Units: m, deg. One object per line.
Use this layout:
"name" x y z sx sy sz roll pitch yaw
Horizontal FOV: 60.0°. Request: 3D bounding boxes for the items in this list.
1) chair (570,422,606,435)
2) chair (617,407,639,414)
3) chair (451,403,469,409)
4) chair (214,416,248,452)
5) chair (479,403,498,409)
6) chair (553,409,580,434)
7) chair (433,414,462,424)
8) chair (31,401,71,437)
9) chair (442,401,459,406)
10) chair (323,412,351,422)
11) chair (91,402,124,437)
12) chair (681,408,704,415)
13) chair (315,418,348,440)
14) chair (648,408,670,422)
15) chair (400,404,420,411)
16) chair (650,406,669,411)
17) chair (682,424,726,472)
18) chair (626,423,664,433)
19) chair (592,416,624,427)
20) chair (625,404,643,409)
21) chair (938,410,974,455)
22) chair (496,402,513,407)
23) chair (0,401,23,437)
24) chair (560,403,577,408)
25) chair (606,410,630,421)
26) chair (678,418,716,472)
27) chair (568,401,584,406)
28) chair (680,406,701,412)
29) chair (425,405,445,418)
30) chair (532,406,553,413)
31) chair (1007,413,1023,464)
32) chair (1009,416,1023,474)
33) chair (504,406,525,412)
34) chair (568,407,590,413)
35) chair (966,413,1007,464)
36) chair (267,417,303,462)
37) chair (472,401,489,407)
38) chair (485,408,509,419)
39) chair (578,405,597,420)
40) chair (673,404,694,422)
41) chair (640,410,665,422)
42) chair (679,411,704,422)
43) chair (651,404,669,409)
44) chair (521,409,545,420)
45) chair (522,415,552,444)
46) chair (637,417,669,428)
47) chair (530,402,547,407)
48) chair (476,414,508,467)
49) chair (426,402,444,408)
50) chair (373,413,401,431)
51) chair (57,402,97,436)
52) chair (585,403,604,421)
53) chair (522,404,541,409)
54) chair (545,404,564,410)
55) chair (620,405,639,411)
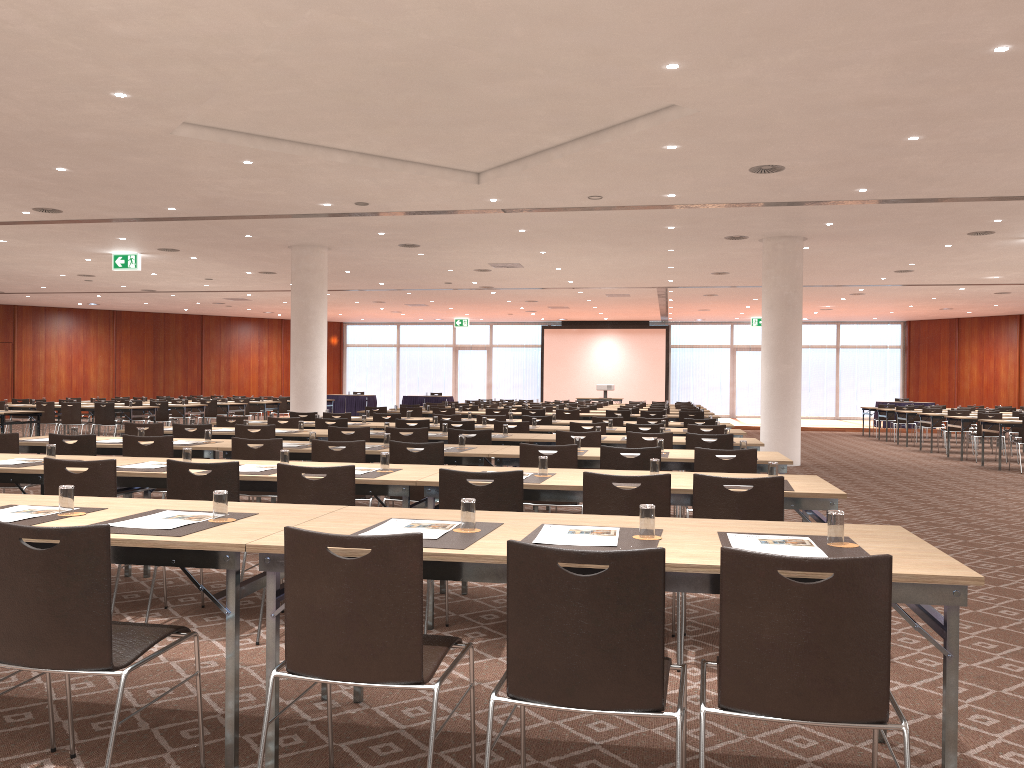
"chair" 0.926 0.920 10.659 0.535 0.939 0.613 1 0 12
"chair" 2.350 0.942 17.945 0.535 0.939 0.613 1 0 9
"chair" -1.169 0.909 20.639 0.535 0.939 0.613 1 0 13
"chair" -3.539 0.874 11.455 0.535 0.939 0.613 1 0 10
"chair" -0.524 0.915 20.489 0.535 0.939 0.613 1 0 8
"chair" 1.032 0.927 16.149 0.535 0.939 0.613 1 0 11
"chair" -0.905 0.903 12.939 0.535 0.939 0.613 1 0 13
"chair" -9.411 0.821 18.104 0.535 0.939 0.613 1 0 13
"chair" -1.541 0.907 22.701 0.535 0.939 0.613 1 0 11
"chair" -2.559 0.886 13.233 0.535 0.939 0.613 1 0 8
"chair" -8.090 0.834 17.809 0.535 0.939 0.613 1 0 9
"chair" 3.606 0.955 17.722 0.535 0.939 0.613 1 0 12
"chair" -2.204 0.888 11.139 0.535 0.939 0.613 1 0 13
"chair" 2.954 0.948 17.873 0.535 0.939 0.613 1 0 9
"chair" -2.119 0.897 18.777 0.535 0.939 0.613 1 0 11
"chair" 3.296 0.954 19.808 0.535 0.939 0.614 1 0 12
"chair" 2.267 0.933 10.377 0.535 0.939 0.613 1 0 11
"chair" 1.561 0.926 10.468 0.535 0.939 0.613 1 0 8
"chair" 1.359 0.926 12.535 0.535 0.939 0.613 1 0 10
"chair" 3.016 0.953 21.889 0.535 0.939 0.613 1 0 10
"chair" 9.416 1.016 18.813 0.535 0.939 0.613 1 0 10
"chair" -0.165 0.921 22.491 0.535 0.939 0.613 1 0 13
"chair" -10.436 0.810 18.144 0.535 0.939 0.613 1 0 12
"chair" 1.420 0.937 22.209 0.535 0.939 0.613 1 0 8
"chair" 1.915 0.936 16.027 0.535 0.939 0.613 1 0 8
"chair" 2.590 0.939 12.316 0.535 0.939 0.613 1 0 8
"chair" 1.759 0.943 24.180 0.535 0.939 0.613 1 0 13
"chair" 3.960 0.961 19.725 0.535 0.939 0.613 1 0 9
"chair" -1.568 0.902 18.643 0.535 0.939 0.613 1 0 12
"chair" 0.639 0.925 18.285 0.535 0.939 0.613 1 0 9
"chair" 9.664 1.016 16.595 0.535 0.939 0.613 1 0 12
"chair" 8.658 1.004 14.743 0.535 0.939 0.613 1 0 12
"chair" 0.066 0.919 18.352 0.535 0.939 0.613 1 0 10
"chair" 1.381 0.932 18.196 0.535 0.939 0.613 1 0 8
"chair" 9.021 1.010 16.852 0.535 0.939 0.613 1 0 11
"chair" -2.842 0.881 11.288 0.535 0.939 0.613 1 0 9
"chair" -0.770 0.915 22.642 0.535 0.939 0.614 1 0 10
"chair" -0.247 0.914 16.412 0.535 0.939 0.613 1 0 11
"chair" 1.712 0.938 20.090 0.535 0.939 0.613 1 0 9
"chair" 4.213 0.965 21.676 0.535 0.939 0.613 1 0 12
"chair" 2.514 0.942 15.885 0.535 0.939 0.613 1 0 9
"chair" 3.207 0.949 15.839 0.535 0.939 0.613 1 0 13
"chair" 3.624 0.959 21.816 0.535 0.939 0.613 1 0 7
"chair" 0.410 0.920 16.337 0.535 0.939 0.613 1 0 9
"chair" 0.372 0.916 12.789 0.535 0.939 0.613 1 0 7
"chair" 1.973 0.932 12.461 0.535 0.939 0.613 1 0 10
"chair" 0.690 0.930 22.304 0.535 0.939 0.613 1 0 11
"chair" -0.273 0.910 12.861 0.535 0.939 0.613 1 0 10
"chair" -1.771 0.903 20.789 0.535 0.939 0.613 1 0 7
"chair" -1.806 0.894 13.177 0.535 0.939 0.613 1 0 12
"chair" -8.773 0.827 17.848 0.535 0.939 0.613 1 0 9
"chair" 2.050 0.943 22.140 0.535 0.939 0.613 1 0 7
"chair" 0.465 0.925 20.348 0.535 0.939 0.613 1 0 12
"chair" 0.991 0.931 20.297 0.535 0.939 0.613 1 0 11
"chair" 2.655 0.947 20.000 0.535 0.939 0.613 1 0 11
